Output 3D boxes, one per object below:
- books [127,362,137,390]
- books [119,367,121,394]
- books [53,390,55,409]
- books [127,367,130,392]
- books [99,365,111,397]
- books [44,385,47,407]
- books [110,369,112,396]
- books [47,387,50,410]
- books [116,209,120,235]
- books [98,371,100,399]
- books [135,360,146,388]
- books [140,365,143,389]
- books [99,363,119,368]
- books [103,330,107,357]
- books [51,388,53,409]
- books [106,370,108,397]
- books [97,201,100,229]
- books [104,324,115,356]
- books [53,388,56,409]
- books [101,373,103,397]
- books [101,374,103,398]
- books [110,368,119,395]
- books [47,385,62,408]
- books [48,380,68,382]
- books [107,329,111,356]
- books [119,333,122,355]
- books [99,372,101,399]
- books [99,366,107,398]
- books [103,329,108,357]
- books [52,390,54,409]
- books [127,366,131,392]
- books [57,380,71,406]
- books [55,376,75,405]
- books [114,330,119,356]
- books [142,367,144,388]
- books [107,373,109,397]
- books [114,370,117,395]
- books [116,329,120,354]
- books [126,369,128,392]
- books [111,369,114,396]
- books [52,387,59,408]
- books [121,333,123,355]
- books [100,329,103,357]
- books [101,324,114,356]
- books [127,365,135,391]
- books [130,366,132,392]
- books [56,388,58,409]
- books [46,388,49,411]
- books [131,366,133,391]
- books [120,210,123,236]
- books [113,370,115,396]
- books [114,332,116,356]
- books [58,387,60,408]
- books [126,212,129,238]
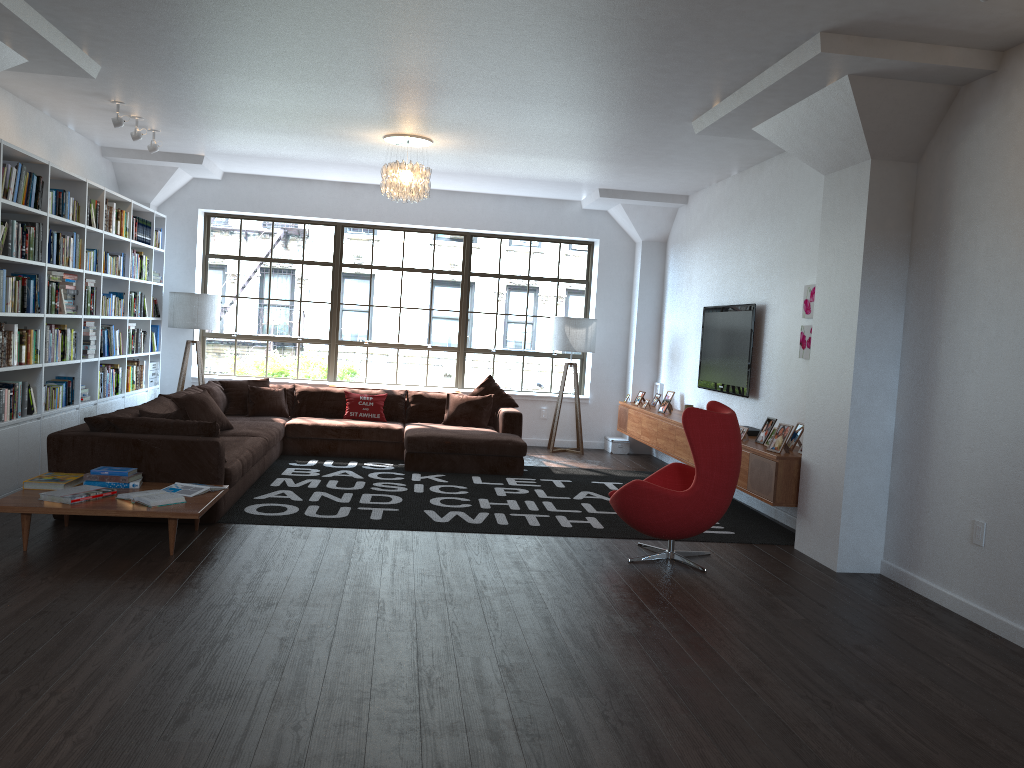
[{"bbox_3d":[-3.953,-0.083,9.069,0.198,0.284,0.066,3,3,-7],"label":"books"},{"bbox_3d":[-3.876,-0.036,8.564,0.180,0.259,0.060,3,3,-8],"label":"books"},{"bbox_3d":[-3.677,0.119,7.011,0.110,0.153,0.018,3,3,-7],"label":"books"},{"bbox_3d":[-3.912,-0.051,8.834,0.183,0.253,0.036,3,3,-7],"label":"books"},{"bbox_3d":[-3.834,-0.030,8.246,0.176,0.290,0.053,3,3,-8],"label":"books"},{"bbox_3d":[-3.670,0.105,6.860,0.127,0.200,0.020,3,3,-7],"label":"books"},{"bbox_3d":[-3.840,-0.015,8.290,0.183,0.253,0.034,3,3,-8],"label":"books"},{"bbox_3d":[-3.671,0.113,6.903,0.128,0.178,0.021,3,3,-7],"label":"books"},{"bbox_3d":[-3.762,-1.512,8.293,0.171,0.246,0.057,3,3,-7],"label":"books"},{"bbox_3d":[-3.810,0.005,7.980,0.183,0.253,0.034,3,3,-8],"label":"books"},{"bbox_3d":[-3.984,-0.107,9.398,0.176,0.290,0.053,3,3,-7],"label":"books"},{"bbox_3d":[-3.972,-0.079,9.318,0.171,0.246,0.057,3,3,-7],"label":"books"},{"bbox_3d":[-3.870,-0.048,8.516,0.176,0.290,0.036,3,3,-8],"label":"books"},{"bbox_3d":[-3.790,-0.374,8.078,0.174,0.243,0.085,3,3,-7],"label":"books"},{"bbox_3d":[-3.676,0.112,6.974,0.109,0.171,0.018,3,3,-7],"label":"books"},{"bbox_3d":[-3.821,-0.006,8.183,0.160,0.250,0.026,3,3,-8],"label":"books"},{"bbox_3d":[-3.698,-1.479,7.757,0.160,0.251,0.039,3,3,-7],"label":"books"},{"bbox_3d":[-3.827,-0.414,8.326,0.176,0.293,0.125,3,3,-7],"label":"books"},{"bbox_3d":[-3.680,0.112,7.030,0.120,0.167,0.020,3,3,-7],"label":"books"},{"bbox_3d":[-3.824,0.009,8.085,0.168,0.231,0.037,3,3,-8],"label":"books"},{"bbox_3d":[-3.809,0.016,8.056,0.161,0.223,0.026,3,3,-8],"label":"books"},{"bbox_3d":[-3.858,-0.027,8.483,0.183,0.253,0.034,3,3,-8],"label":"books"},{"bbox_3d":[-3.695,0.102,7.129,0.126,0.173,0.032,3,3,-7],"label":"books"},{"bbox_3d":[-3.736,0.075,7.295,0.146,0.202,0.027,3,3,-7],"label":"books"},{"bbox_3d":[-3.796,-0.383,8.164,0.182,0.253,0.098,3,3,-7],"label":"books"},{"bbox_3d":[-3.847,-0.393,8.543,0.161,0.222,0.084,3,3,-7],"label":"books"},{"bbox_3d":[-3.815,0.009,8.019,0.174,0.240,0.045,3,3,-8],"label":"books"},{"bbox_3d":[-3.829,-0.021,8.135,0.198,0.284,0.066,3,3,-8],"label":"books"},{"bbox_3d":[-3.801,-0.383,8.116,0.182,0.255,0.077,3,3,-7],"label":"books"},{"bbox_3d":[-3.673,0.121,6.993,0.110,0.153,0.019,3,3,-7],"label":"books"},{"bbox_3d":[-3.912,-0.053,8.870,0.183,0.253,0.037,3,3,-7],"label":"books"},{"bbox_3d":[-3.721,0.074,7.324,0.146,0.202,0.027,3,3,-7],"label":"books"},{"bbox_3d":[-3.735,0.054,7.407,0.140,0.231,0.042,3,3,-7],"label":"books"},{"bbox_3d":[-3.834,-0.396,8.415,0.174,0.242,0.105,3,3,-7],"label":"books"},{"bbox_3d":[-3.978,-0.070,9.360,0.161,0.223,0.027,3,3,-7],"label":"books"},{"bbox_3d":[-3.823,0.006,8.210,0.161,0.223,0.026,3,3,-8],"label":"books"},{"bbox_3d":[-3.864,-0.018,8.444,0.174,0.240,0.045,3,3,-8],"label":"books"},{"bbox_3d":[-3.843,-0.403,8.467,0.170,0.251,0.118,3,3,-7],"label":"books"},{"bbox_3d":[-3.911,-0.038,8.797,0.168,0.231,0.040,3,3,-7],"label":"books"},{"bbox_3d":[-3.840,-0.017,8.323,0.183,0.253,0.034,3,3,-8],"label":"books"},{"bbox_3d":[-3.680,0.108,7.081,0.107,0.167,0.017,3,3,-7],"label":"books"},{"bbox_3d":[-3.853,-0.393,8.576,0.161,0.218,0.101,3,3,-7],"label":"books"},{"bbox_3d":[-3.778,-0.373,7.976,0.182,0.255,0.077,3,3,-7],"label":"books"},{"bbox_3d":[-3.824,-0.410,8.264,0.197,0.290,0.136,3,3,-7],"label":"books"},{"bbox_3d":[-3.930,-0.063,9.014,0.183,0.253,0.037,3,3,-7],"label":"books"},{"bbox_3d":[-3.920,-0.056,8.905,0.183,0.253,0.036,3,3,-7],"label":"books"},{"bbox_3d":[-3.677,0.112,7.057,0.106,0.162,0.032,3,3,-7],"label":"books"},{"bbox_3d":[-3.666,0.115,6.882,0.128,0.178,0.022,3,3,-7],"label":"books"},{"bbox_3d":[-3.929,-0.059,8.983,0.160,0.250,0.027,3,3,-7],"label":"books"},{"bbox_3d":[-3.774,-1.521,8.374,0.183,0.253,0.034,3,3,-7],"label":"books"},{"bbox_3d":[-3.849,-0.016,8.368,0.171,0.246,0.057,3,3,-8],"label":"books"},{"bbox_3d":[-3.836,-0.383,8.380,0.161,0.222,0.084,3,3,-7],"label":"books"},{"bbox_3d":[-3.691,0.105,7.101,0.122,0.169,0.023,3,3,-7],"label":"books"},{"bbox_3d":[-3.790,-1.532,8.543,0.183,0.253,0.034,3,3,-7],"label":"books"}]
